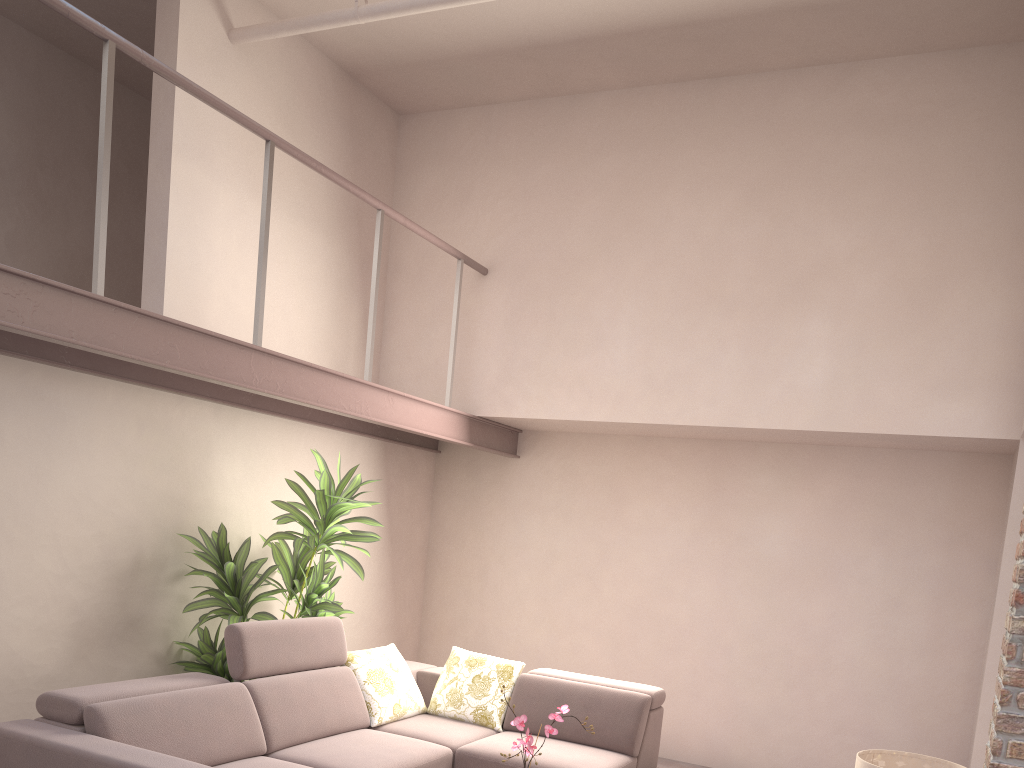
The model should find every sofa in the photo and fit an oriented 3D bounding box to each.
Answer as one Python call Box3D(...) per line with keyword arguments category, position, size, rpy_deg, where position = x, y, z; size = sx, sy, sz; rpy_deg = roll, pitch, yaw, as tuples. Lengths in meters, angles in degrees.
Box3D(category="sofa", position=(-0.464, 1.644, 4.064), size=(2.119, 0.949, 3.221), rpy_deg=(3, -8, 26))

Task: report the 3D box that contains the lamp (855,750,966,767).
Box3D(category="lamp", position=(1.362, 1.746, 3.193), size=(0.402, 0.859, 0.390), rpy_deg=(7, 4, 26))

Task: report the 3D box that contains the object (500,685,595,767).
Box3D(category="object", position=(0.082, 1.416, 3.366), size=(0.363, 0.604, 0.300), rpy_deg=(6, 3, 20))

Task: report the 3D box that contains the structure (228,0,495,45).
Box3D(category="structure", position=(0.318, -1.939, 4.043), size=(4.052, 0.334, 0.109), rpy_deg=(2, 2, 25))

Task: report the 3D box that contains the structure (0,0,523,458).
Box3D(category="structure", position=(-0.571, 0.342, 3.129), size=(3.705, 3.232, 7.346), rpy_deg=(4, -6, 27))
